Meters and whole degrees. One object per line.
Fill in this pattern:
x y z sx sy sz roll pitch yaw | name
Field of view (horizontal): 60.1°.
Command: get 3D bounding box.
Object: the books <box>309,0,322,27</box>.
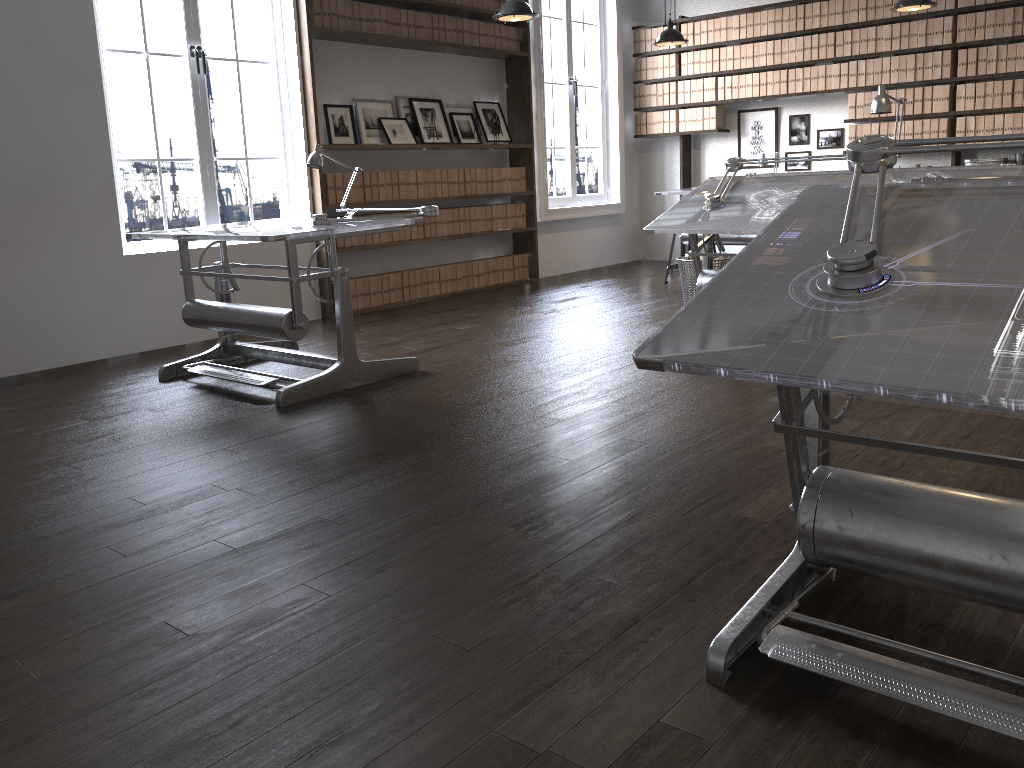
-1.445 -2.636 6.326 0.175 0.223 0.067 7 14 40 | books

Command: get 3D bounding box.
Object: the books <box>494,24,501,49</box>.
-0.189 -3.034 7.792 0.175 0.223 0.067 7 14 40 | books

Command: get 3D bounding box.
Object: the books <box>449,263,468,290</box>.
-0.477 -0.937 7.721 0.175 0.223 0.067 7 14 40 | books

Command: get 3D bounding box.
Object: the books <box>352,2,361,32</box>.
-1.213 -2.710 6.598 0.175 0.223 0.067 7 14 40 | books

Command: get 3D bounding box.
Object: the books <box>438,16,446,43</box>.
-0.635 -2.893 7.275 0.175 0.223 0.067 7 14 40 | books

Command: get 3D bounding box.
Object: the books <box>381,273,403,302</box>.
-0.969 -0.780 7.143 0.175 0.223 0.067 7 14 40 | books

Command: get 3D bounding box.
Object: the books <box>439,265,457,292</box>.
-0.563 -0.909 7.617 0.175 0.223 0.067 7 14 40 | books

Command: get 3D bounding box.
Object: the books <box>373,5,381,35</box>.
-1.084 -2.749 6.744 0.175 0.223 0.067 7 14 40 | books

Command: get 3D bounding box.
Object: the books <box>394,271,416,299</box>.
-0.874 -0.811 7.255 0.175 0.223 0.067 7 14 40 | books

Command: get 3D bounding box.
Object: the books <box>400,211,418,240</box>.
-0.856 -1.291 7.207 0.175 0.223 0.067 7 14 40 | books

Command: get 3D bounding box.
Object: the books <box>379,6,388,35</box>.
-1.036 -2.764 6.797 0.175 0.224 0.067 7 14 40 | books

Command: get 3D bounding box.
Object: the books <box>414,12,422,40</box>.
-0.808 -2.836 7.062 0.175 0.224 0.067 7 14 40 | books

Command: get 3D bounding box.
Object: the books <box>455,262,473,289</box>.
-0.431 -0.951 7.772 0.175 0.223 0.067 7 14 40 | books

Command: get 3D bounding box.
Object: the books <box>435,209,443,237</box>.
-0.671 -1.349 7.420 0.175 0.223 0.067 7 14 40 | books

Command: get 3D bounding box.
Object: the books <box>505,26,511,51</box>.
-0.098 -3.062 7.894 0.175 0.224 0.067 7 14 40 | books

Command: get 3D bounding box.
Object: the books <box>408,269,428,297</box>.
-0.786 -0.836 7.347 0.175 0.224 0.067 7 14 40 | books

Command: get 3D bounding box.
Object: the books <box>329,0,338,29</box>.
-1.349 -2.666 6.438 0.175 0.223 0.067 7 14 40 | books

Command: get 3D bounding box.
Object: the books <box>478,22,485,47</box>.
-0.322 -2.991 7.633 0.175 0.224 0.067 7 14 40 | books

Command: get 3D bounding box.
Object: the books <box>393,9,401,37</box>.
-0.951 -2.793 6.906 0.175 0.223 0.067 7 14 40 | books

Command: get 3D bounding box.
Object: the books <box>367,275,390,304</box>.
-1.060 -0.752 7.037 0.175 0.223 0.067 7 14 40 | books

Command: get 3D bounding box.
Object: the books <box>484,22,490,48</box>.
-0.280 -3.006 7.688 0.175 0.223 0.067 7 14 40 | books

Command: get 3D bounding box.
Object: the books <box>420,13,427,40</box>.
-0.771 -2.849 7.112 0.175 0.223 0.067 7 14 40 | books

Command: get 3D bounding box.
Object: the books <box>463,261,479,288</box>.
-0.383 -0.965 7.822 0.175 0.224 0.067 7 14 40 | books

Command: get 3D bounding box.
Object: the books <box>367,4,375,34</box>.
-1.126 -2.737 6.697 0.175 0.223 0.067 7 14 40 | books

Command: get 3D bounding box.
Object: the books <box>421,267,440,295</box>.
-0.696 -0.866 7.458 0.175 0.223 0.067 7 14 40 | books

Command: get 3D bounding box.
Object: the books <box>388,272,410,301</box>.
-0.917 -0.795 7.196 0.175 0.224 0.067 7 14 40 | books

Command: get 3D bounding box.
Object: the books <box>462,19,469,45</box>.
-0.451 -2.950 7.481 0.175 0.224 0.067 7 14 40 | books

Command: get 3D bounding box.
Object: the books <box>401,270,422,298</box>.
-0.830 -0.824 7.303 0.175 0.223 0.067 7 14 40 | books

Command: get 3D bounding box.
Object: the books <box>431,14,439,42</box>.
-0.679 -2.877 7.215 0.175 0.224 0.067 7 14 40 | books

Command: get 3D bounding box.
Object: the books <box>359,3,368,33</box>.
-1.165 -2.723 6.644 0.175 0.224 0.067 7 14 40 | books

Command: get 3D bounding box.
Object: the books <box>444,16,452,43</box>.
-0.586 -2.907 7.325 0.175 0.223 0.067 7 14 40 | books

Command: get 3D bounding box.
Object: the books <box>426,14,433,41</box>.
-0.731 -2.863 7.163 0.175 0.223 0.067 7 14 40 | books

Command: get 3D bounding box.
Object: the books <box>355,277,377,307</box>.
-1.144 -0.723 6.929 0.175 0.224 0.067 7 14 40 | books

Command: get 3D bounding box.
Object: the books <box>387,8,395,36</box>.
-0.994 -2.779 6.852 0.175 0.223 0.067 7 14 40 | books

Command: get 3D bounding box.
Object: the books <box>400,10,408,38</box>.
-0.903 -2.807 6.955 0.175 0.223 0.067 7 14 40 | books

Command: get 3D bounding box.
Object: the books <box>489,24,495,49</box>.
-0.237 -3.020 7.742 0.175 0.223 0.067 7 14 40 | books

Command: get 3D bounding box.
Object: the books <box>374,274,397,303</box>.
-1.011 -0.765 7.087 0.175 0.223 0.067 7 14 40 | books

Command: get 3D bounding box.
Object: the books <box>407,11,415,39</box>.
-0.854 -2.821 7.008 0.175 0.223 0.067 7 14 40 | books

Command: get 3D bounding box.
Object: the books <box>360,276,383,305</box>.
-1.105 -0.737 6.983 0.175 0.223 0.067 7 14 40 | books

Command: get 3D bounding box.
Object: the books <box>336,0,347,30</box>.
-1.300 -2.680 6.489 0.175 0.223 0.067 7 14 40 | books

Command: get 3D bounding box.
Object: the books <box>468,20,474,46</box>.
-0.412 -2.964 7.534 0.175 0.223 0.067 7 14 40 | books

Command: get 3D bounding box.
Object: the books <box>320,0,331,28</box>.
-1.393 -2.651 6.378 0.175 0.224 0.067 7 14 40 | books

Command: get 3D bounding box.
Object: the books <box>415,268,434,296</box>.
-0.740 -0.851 7.402 0.175 0.223 0.067 7 14 40 | books

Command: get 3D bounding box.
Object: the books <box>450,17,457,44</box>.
-0.544 -2.922 7.381 0.175 0.223 0.067 7 14 40 | books

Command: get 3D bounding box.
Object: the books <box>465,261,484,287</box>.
-0.338 -0.980 7.877 0.175 0.223 0.067 7 14 40 | books

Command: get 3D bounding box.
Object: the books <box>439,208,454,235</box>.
-0.586 -1.378 7.532 0.175 0.223 0.067 7 14 40 | books

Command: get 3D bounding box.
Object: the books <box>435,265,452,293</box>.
-0.602 -0.896 7.568 0.175 0.223 0.067 7 14 40 | books

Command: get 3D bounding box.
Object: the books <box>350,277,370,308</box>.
-1.190 -0.710 6.882 0.175 0.223 0.067 7 14 40 | books

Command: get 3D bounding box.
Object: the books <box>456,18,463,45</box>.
-0.498 -2.937 7.434 0.175 0.223 0.067 7 14 40 | books

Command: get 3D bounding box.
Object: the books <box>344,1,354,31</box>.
-1.258 -2.695 6.544 0.175 0.223 0.067 7 14 40 | books

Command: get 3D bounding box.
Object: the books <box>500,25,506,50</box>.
-0.140 -3.048 7.844 0.175 0.223 0.067 7 14 40 | books

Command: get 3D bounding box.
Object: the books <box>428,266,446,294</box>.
-0.647 -0.881 7.513 0.175 0.224 0.067 7 14 40 | books

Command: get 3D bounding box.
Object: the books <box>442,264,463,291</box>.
-0.517 -0.922 7.664 0.175 0.224 0.067 7 14 40 | books

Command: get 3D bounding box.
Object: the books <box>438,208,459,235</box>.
-0.540 -1.392 7.583 0.175 0.223 0.067 7 14 40 | books
